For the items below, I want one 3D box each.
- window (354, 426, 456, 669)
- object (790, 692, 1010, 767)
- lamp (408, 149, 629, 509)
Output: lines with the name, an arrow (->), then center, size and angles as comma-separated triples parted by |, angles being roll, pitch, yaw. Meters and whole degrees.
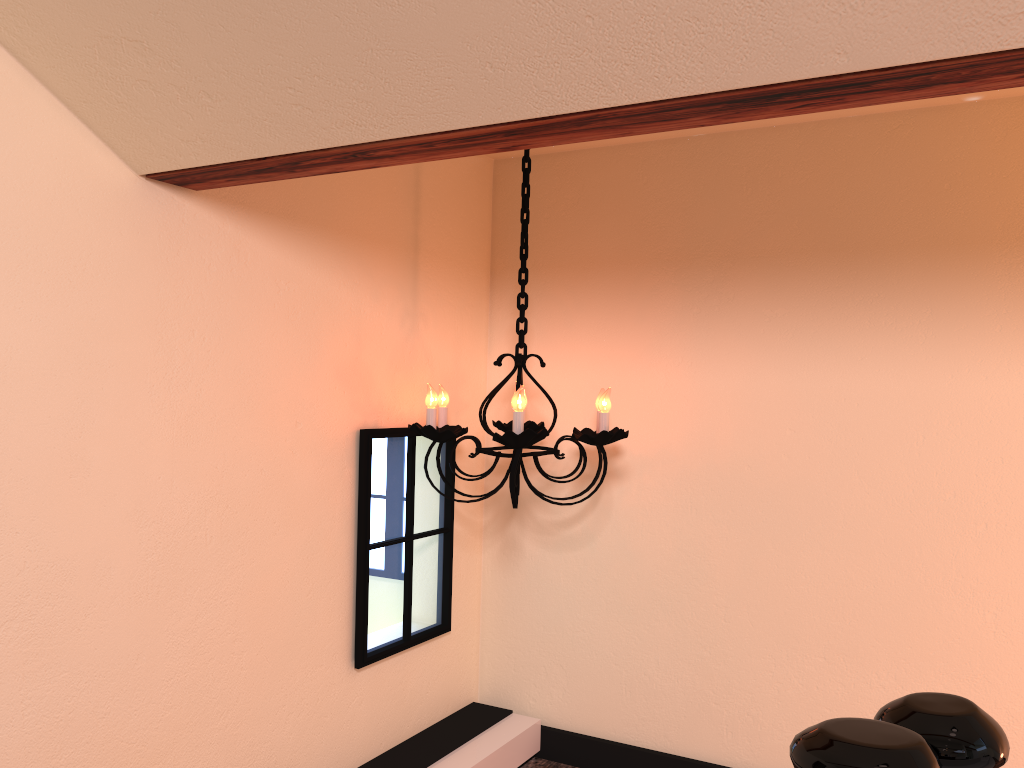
window -> -0.301, 0.487, 2.523 | 0.046, 0.702, 0.449 | 2, 1, 29
object -> 0.361, 0.458, 0.826 | 0.276, 0.229, 0.156 | 1, 1, -31
lamp -> 0.022, -0.215, 2.339 | 0.615, 1.126, 0.541 | 2, 2, 39
